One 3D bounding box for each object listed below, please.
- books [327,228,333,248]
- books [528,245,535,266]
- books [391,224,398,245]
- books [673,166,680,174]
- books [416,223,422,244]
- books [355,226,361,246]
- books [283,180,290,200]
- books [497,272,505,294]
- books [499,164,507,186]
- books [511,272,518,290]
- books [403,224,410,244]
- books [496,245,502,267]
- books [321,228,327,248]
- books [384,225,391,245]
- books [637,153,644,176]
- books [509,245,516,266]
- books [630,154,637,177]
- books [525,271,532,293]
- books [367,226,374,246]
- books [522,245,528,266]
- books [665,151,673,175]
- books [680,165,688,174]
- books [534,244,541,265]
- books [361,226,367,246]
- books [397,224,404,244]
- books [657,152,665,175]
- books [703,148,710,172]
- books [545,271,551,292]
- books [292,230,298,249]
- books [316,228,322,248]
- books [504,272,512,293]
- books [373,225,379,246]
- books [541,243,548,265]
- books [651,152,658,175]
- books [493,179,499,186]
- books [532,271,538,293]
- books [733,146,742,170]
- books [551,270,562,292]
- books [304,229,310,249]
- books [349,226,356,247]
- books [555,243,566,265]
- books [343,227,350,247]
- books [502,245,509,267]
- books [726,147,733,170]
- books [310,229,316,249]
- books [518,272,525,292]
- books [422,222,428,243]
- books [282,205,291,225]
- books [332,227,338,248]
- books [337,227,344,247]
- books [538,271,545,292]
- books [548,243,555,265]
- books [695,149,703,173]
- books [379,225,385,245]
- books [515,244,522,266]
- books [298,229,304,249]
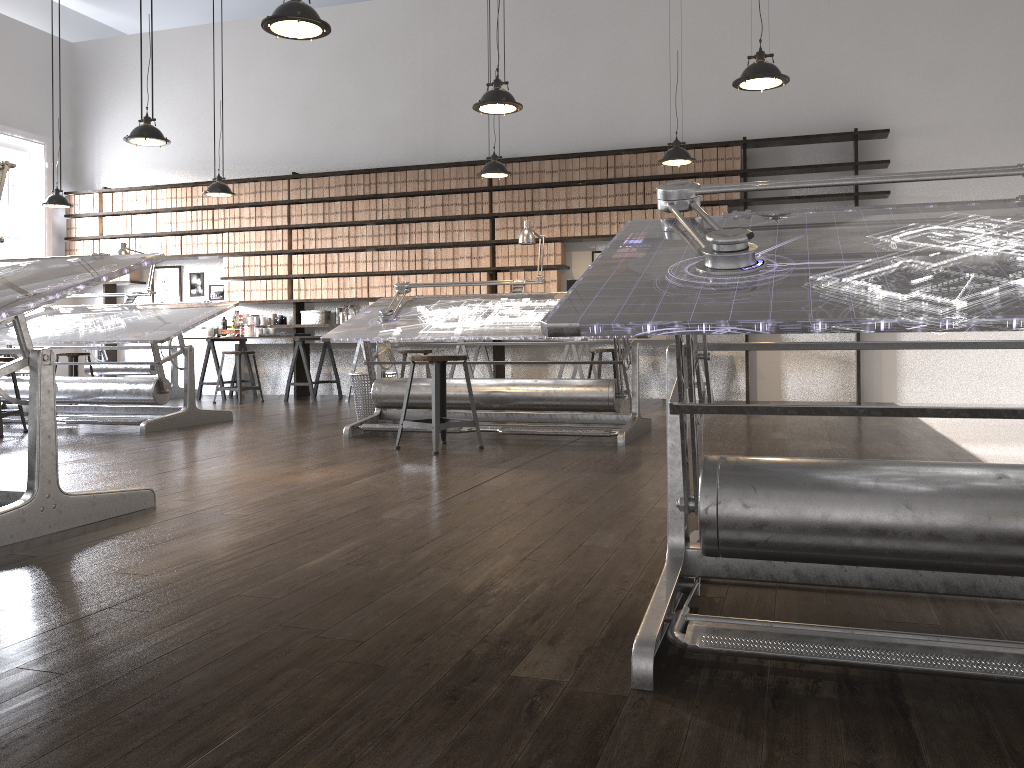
[{"bbox_3d":[-1.944,-1.578,9.639,0.067,0.226,0.174,-1,1,18],"label":"books"},{"bbox_3d":[0.216,-1.295,8.940,0.067,0.226,0.174,-1,1,18],"label":"books"},{"bbox_3d":[-1.221,-1.574,9.406,0.067,0.226,0.174,-1,1,18],"label":"books"},{"bbox_3d":[1.587,-2.110,8.503,0.066,0.225,0.174,-1,1,18],"label":"books"},{"bbox_3d":[-0.946,-1.573,9.322,0.066,0.225,0.174,-1,1,18],"label":"books"},{"bbox_3d":[-1.617,-1.577,9.541,0.066,0.225,0.174,-1,1,18],"label":"books"},{"bbox_3d":[-2.462,-2.134,9.807,0.066,0.225,0.174,-1,1,18],"label":"books"},{"bbox_3d":[-0.089,-1.022,9.046,0.066,0.225,0.174,-1,1,18],"label":"books"},{"bbox_3d":[-0.072,-2.120,9.035,0.067,0.226,0.174,-1,1,18],"label":"books"},{"bbox_3d":[0.053,-1.021,9.000,0.066,0.225,0.174,-1,1,18],"label":"books"},{"bbox_3d":[-1.082,-1.573,9.362,0.066,0.225,0.174,-1,1,18],"label":"books"},{"bbox_3d":[-0.108,-1.297,9.052,0.066,0.225,0.174,-1,1,18],"label":"books"},{"bbox_3d":[-2.007,-1.579,9.666,0.066,0.225,0.174,-1,1,18],"label":"books"},{"bbox_3d":[-1.290,-1.575,9.434,0.066,0.225,0.174,-1,1,18],"label":"books"},{"bbox_3d":[1.264,-2.112,8.608,0.066,0.225,0.174,-1,1,18],"label":"books"},{"bbox_3d":[0.024,-1.296,9.004,0.067,0.226,0.174,-1,1,18],"label":"books"},{"bbox_3d":[1.196,-2.113,8.630,0.066,0.225,0.174,-1,1,18],"label":"books"},{"bbox_3d":[0.188,-1.020,8.956,0.066,0.225,0.174,-1,1,18],"label":"books"},{"bbox_3d":[-1.483,-1.576,9.490,0.066,0.225,0.174,-1,1,18],"label":"books"},{"bbox_3d":[0.154,-1.295,8.965,0.066,0.225,0.174,-1,1,18],"label":"books"},{"bbox_3d":[1.519,-2.111,8.521,0.067,0.226,0.174,-1,1,18],"label":"books"},{"bbox_3d":[1.654,-2.110,8.483,0.066,0.225,0.174,-1,1,18],"label":"books"},{"bbox_3d":[0.282,-1.295,8.925,0.066,0.225,0.174,-1,1,18],"label":"books"},{"bbox_3d":[-1.551,-1.576,9.515,0.066,0.225,0.174,-1,1,18],"label":"books"},{"bbox_3d":[-1.148,-1.574,9.389,0.066,0.225,0.174,-1,1,18],"label":"books"},{"bbox_3d":[1.450,-2.111,8.545,0.066,0.225,0.174,-1,1,18],"label":"books"},{"bbox_3d":[1.856,-2.108,8.410,0.067,0.226,0.174,-1,1,18],"label":"books"},{"bbox_3d":[0.383,-1.019,8.891,0.066,0.225,0.174,-1,1,18],"label":"books"},{"bbox_3d":[-2.351,-1.581,9.777,0.066,0.225,0.174,-1,1,18],"label":"books"},{"bbox_3d":[-2.074,-1.579,9.687,0.066,0.225,0.174,-1,1,18],"label":"books"},{"bbox_3d":[-0.020,-1.021,9.018,0.067,0.226,0.174,-1,1,18],"label":"books"},{"bbox_3d":[-1.415,-1.575,9.468,0.067,0.226,0.174,-1,1,18],"label":"books"},{"bbox_3d":[0.349,-1.294,8.904,0.066,0.225,0.174,-1,1,18],"label":"books"},{"bbox_3d":[1.391,-2.111,8.566,0.066,0.225,0.174,-1,1,18],"label":"books"},{"bbox_3d":[-0.141,-2.120,9.063,0.066,0.225,0.174,-1,1,18],"label":"books"},{"bbox_3d":[0.256,-1.020,8.934,0.066,0.225,0.174,-1,1,18],"label":"books"},{"bbox_3d":[2.121,-2.107,8.328,0.066,0.225,0.174,-1,1,18],"label":"books"},{"bbox_3d":[0.442,-1.018,8.870,0.066,0.225,0.174,-1,1,18],"label":"books"},{"bbox_3d":[-2.209,-1.580,9.732,0.066,0.225,0.174,-1,1,18],"label":"books"},{"bbox_3d":[-1.684,-1.577,9.560,0.066,0.225,0.174,-1,1,18],"label":"books"},{"bbox_3d":[0.485,-1.293,8.860,0.066,0.225,0.174,-1,1,18],"label":"books"},{"bbox_3d":[-1.752,-1.577,9.578,0.067,0.226,0.174,-1,1,18],"label":"books"},{"bbox_3d":[-0.042,-1.296,9.029,0.066,0.225,0.174,-1,1,18],"label":"books"},{"bbox_3d":[2.056,-2.108,8.353,0.066,0.225,0.174,-1,1,18],"label":"books"},{"bbox_3d":[-2.143,-1.580,9.705,0.066,0.225,0.174,-1,1,18],"label":"books"},{"bbox_3d":[0.119,-1.020,8.973,0.066,0.225,0.174,-1,1,18],"label":"books"},{"bbox_3d":[-0.884,-1.572,9.296,0.067,0.226,0.174,-1,1,18],"label":"books"},{"bbox_3d":[-2.466,-1.857,9.809,0.067,0.226,0.174,-1,1,18],"label":"books"},{"bbox_3d":[-1.879,-1.578,9.623,0.066,0.225,0.174,-1,1,18],"label":"books"},{"bbox_3d":[-1.820,-1.578,9.602,0.066,0.225,0.174,-1,1,18],"label":"books"},{"bbox_3d":[0.318,-1.019,8.907,0.067,0.226,0.174,-1,1,18],"label":"books"},{"bbox_3d":[0.415,-1.294,8.878,0.066,0.225,0.174,-1,1,18],"label":"books"},{"bbox_3d":[1.787,-2.109,8.433,0.066,0.225,0.174,-1,1,18],"label":"books"},{"bbox_3d":[-1.353,-1.575,9.452,0.066,0.225,0.174,-1,1,18],"label":"books"},{"bbox_3d":[0.093,-1.295,8.983,0.066,0.225,0.174,-1,1,18],"label":"books"},{"bbox_3d":[-2.282,-1.580,9.749,0.067,0.226,0.174,-1,1,18],"label":"books"}]
